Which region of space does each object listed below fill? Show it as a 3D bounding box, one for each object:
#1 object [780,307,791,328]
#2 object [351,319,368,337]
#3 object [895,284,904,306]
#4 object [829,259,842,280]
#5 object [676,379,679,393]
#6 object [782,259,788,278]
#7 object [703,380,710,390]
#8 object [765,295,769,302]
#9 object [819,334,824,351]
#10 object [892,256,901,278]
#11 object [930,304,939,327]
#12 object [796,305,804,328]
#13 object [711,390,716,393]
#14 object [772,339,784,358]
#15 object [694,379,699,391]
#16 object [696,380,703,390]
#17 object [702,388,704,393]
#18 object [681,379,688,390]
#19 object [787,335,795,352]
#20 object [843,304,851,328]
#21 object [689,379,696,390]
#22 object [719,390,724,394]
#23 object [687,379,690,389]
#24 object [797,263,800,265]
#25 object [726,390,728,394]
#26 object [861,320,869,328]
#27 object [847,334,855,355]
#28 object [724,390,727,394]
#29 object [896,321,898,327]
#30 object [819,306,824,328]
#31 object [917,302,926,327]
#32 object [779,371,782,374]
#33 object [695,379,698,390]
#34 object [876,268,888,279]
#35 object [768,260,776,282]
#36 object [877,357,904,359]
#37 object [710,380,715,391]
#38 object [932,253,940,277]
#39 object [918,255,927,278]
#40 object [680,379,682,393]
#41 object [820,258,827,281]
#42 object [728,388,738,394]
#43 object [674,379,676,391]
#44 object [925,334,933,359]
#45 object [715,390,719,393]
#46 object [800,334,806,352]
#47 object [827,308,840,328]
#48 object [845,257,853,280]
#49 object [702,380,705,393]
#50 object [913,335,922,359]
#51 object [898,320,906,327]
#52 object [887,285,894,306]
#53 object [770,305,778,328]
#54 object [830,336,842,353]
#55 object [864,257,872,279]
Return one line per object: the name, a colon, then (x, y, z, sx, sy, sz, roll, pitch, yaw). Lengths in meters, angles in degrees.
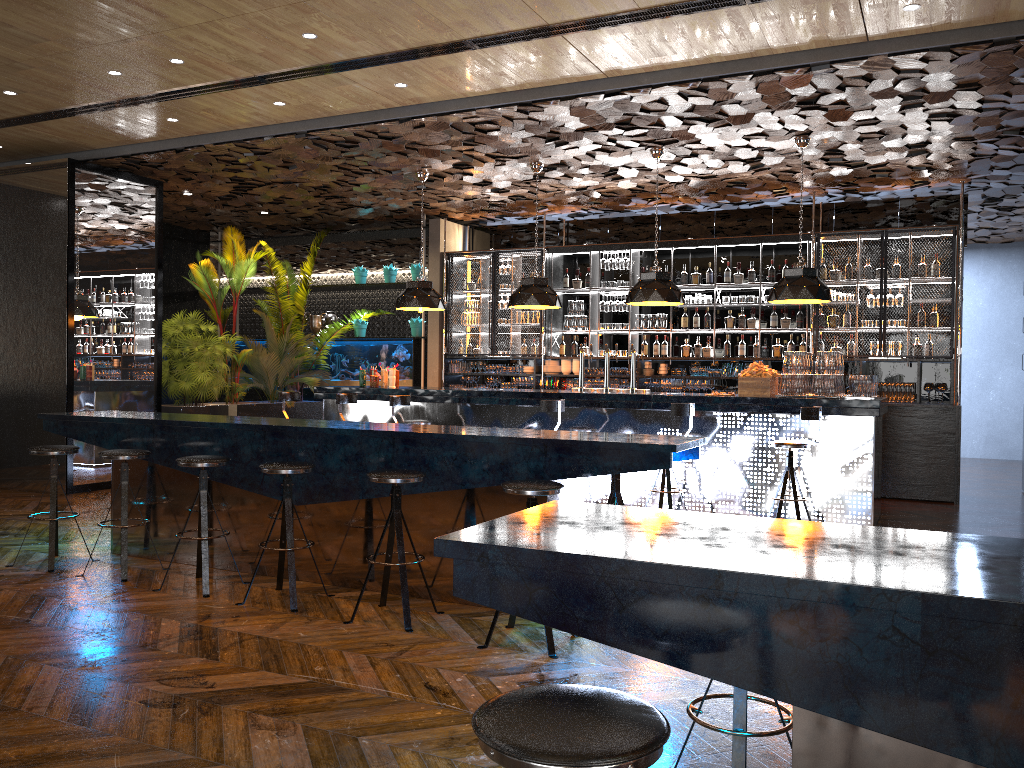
object: (3.400, -0.820, 11.019, 0.123, 0.279, 0.123, 1, 1, 15)
object: (-2.358, -0.874, 13.733, 0.265, 0.325, 0.245, 1, 1, -10)
object: (4.535, -1.041, 10.381, 0.092, 0.244, 0.092, 1, 1, 20)
object: (3.926, -1.380, 10.760, 0.123, 0.279, 0.123, 1, 1, 35)
object: (2.134, 0.052, 11.433, 0.049, 0.231, 0.049, 1, 1, 21)
object: (3.414, -1.402, 11.057, 0.086, 0.298, 0.086, 1, 1, -15)
object: (2.479, 0.060, 11.289, 0.091, 0.229, 0.091, 1, 1, -2)
object: (3.206, -1.058, 11.059, 0.089, 0.092, 0.089, 1, 1, 12)
object: (3.780, -0.460, 10.861, 0.086, 0.298, 0.086, 1, 1, -15)
object: (4.541, -1.371, 10.477, 0.083, 0.282, 0.083, 1, 1, 11)
object: (4.908, -0.792, 10.303, 0.083, 0.282, 0.083, 1, 1, 36)
object: (3.560, -0.828, 10.960, 0.086, 0.299, 0.086, 1, 1, -15)
object: (2.552, 0.127, 11.233, 0.067, 0.100, 0.067, 1, 1, 18)
object: (3.322, -0.443, 11.074, 0.151, 0.248, 0.094, 1, 1, 35)
object: (2.407, 0.055, 11.579, 0.091, 0.229, 0.091, 1, 1, -12)
object: (2.393, 0.058, 11.333, 0.091, 0.229, 0.091, 0, 1, -37)
object: (2.494, 0.057, 11.536, 0.091, 0.229, 0.091, 1, 1, -6)
object: (2.217, 0.055, 11.414, 0.091, 0.229, 0.091, 1, 1, 12)
object: (3.468, -0.465, 11.019, 0.086, 0.298, 0.086, 1, 1, -15)
object: (4.059, -0.817, 10.730, 0.086, 0.298, 0.086, 1, 1, -15)
object: (2.311, 0.056, 11.374, 0.091, 0.229, 0.091, 1, 1, -17)
object: (2.645, 0.129, 11.185, 0.067, 0.099, 0.067, 1, 1, -2)
object: (2.307, 0.055, 11.502, 0.091, 0.229, 0.091, 0, 1, -43)
object: (3.544, -1.373, 10.960, 0.094, 0.248, 0.151, 0, 1, -35)
object: (2.739, 0.128, 11.386, 0.067, 0.099, 0.067, 1, 1, -2)
object: (4.204, -0.712, 10.552, 0.089, 0.092, 0.089, 1, 1, 10)
object: (4.094, -0.454, 10.704, 0.086, 0.299, 0.086, 1, 1, -15)
object: (2.700, 0.129, 11.297, 0.067, 0.099, 0.067, 1, 1, -2)
object: (4.589, -0.707, 10.562, 0.089, 0.092, 0.089, 1, 1, 10)
object: (3.776, -0.815, 10.852, 0.083, 0.282, 0.083, 1, 1, 11)
object: (4.787, -0.803, 10.366, 0.086, 0.299, 0.086, 1, 1, -15)
object: (3.294, -0.121, 10.980, 0.084, 0.082, 0.084, 0, 1, -37)
object: (2.393, 0.056, 11.460, 0.091, 0.229, 0.091, 0, 1, -32)
object: (4.400, -1.372, 10.547, 0.123, 0.279, 0.123, 1, 1, 30)
object: (3.254, -1.405, 11.104, 0.086, 0.299, 0.086, 1, 1, -15)
object: (4.411, -0.306, 10.488, 0.437, 0.019, 0.273, 1, 1, 26)
object: (2.586, 0.058, 11.495, 0.091, 0.229, 0.091, 1, 1, 23)
object: (4.933, -1.371, 10.317, 0.086, 0.298, 0.086, 1, 1, -10)
object: (4.795, -1.365, 10.354, 0.083, 0.282, 0.083, 1, 1, 41)
object: (2.197, 0.051, 11.547, 0.049, 0.231, 0.049, 1, 1, 34)
object: (3.802, -1.393, 10.841, 0.086, 0.299, 0.086, 1, 1, -15)
object: (2.881, 0.114, 11.196, 0.356, 0.134, 0.206, 1, 1, 33)
object: (2.129, 0.050, 11.577, 0.049, 0.231, 0.049, 0, 1, -28)
object: (4.863, -0.437, 10.343, 0.086, 0.298, 0.086, 1, 1, -15)
object: (2.614, 0.126, 11.328, 0.067, 0.100, 0.067, 1, 1, 18)
object: (3.593, -0.462, 10.943, 0.080, 0.299, 0.080, 1, 1, 28)
object: (3.914, -0.794, 10.785, 0.151, 0.248, 0.094, 1, 1, 35)
object: (4.069, -1.388, 10.709, 0.086, 0.297, 0.086, 1, 1, -15)
object: (2.478, 0.058, 11.417, 0.091, 0.229, 0.091, 1, 1, 19)
object: (4.744, -0.432, 10.386, 0.083, 0.282, 0.083, 1, 1, 11)
object: (4.578, -0.705, 10.417, 0.089, 0.092, 0.089, 1, 1, 10)
object: (4.442, -1.042, 10.426, 0.092, 0.244, 0.092, 1, 1, 20)
object: (3.282, -0.833, 11.099, 0.086, 0.298, 0.086, 1, 1, -15)
object: (3.934, -0.446, 10.763, 0.123, 0.279, 0.123, 1, 1, 15)
object: (4.259, -1.377, 10.614, 0.083, 0.282, 0.083, 1, 1, 26)
